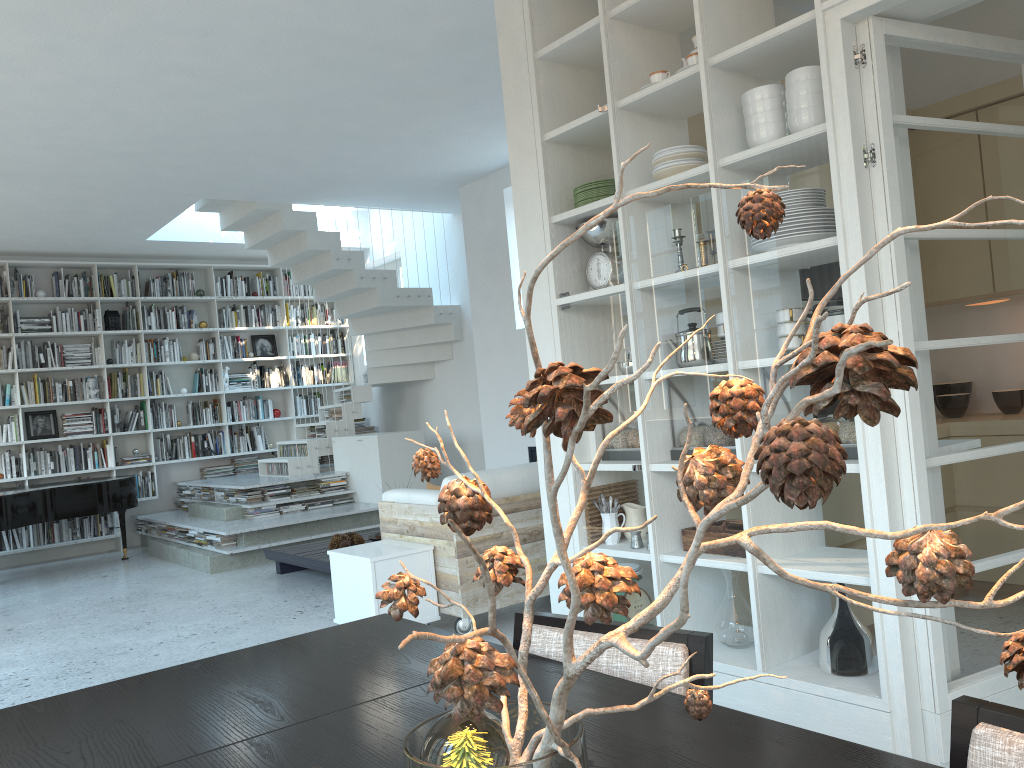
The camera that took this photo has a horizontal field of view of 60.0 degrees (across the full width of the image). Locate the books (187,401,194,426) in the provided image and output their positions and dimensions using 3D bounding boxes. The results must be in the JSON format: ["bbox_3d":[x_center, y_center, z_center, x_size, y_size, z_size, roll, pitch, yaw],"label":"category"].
[{"bbox_3d":[-3.723,0.341,10.266,0.016,0.289,0.131,-5,-1,-37],"label":"books"}]

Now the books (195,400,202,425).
[{"bbox_3d":[-3.648,0.337,10.312,0.007,0.285,0.159,-5,-1,-37],"label":"books"}]

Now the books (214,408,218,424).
[{"bbox_3d":[-3.492,0.376,10.387,0.016,0.180,0.189,-5,-1,-37],"label":"books"}]

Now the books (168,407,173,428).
[{"bbox_3d":[-3.902,0.381,10.105,0.015,0.238,0.176,-5,-1,-37],"label":"books"}]

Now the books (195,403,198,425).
[{"bbox_3d":[-3.678,0.353,10.281,0.008,0.259,0.158,-5,-1,-37],"label":"books"}]

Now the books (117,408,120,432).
[{"bbox_3d":[-4.355,0.404,9.775,0.012,0.266,0.157,-5,-1,-37],"label":"books"}]

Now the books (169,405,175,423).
[{"bbox_3d":[-3.881,0.368,10.124,0.014,0.261,0.142,-5,-1,-37],"label":"books"}]

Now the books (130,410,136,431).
[{"bbox_3d":[-4.230,0.409,9.859,0.094,0.238,0.149,-5,-1,-37],"label":"books"}]

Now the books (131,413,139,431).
[{"bbox_3d":[-4.214,0.426,9.868,0.091,0.205,0.169,-5,-1,-37],"label":"books"}]

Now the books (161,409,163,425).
[{"bbox_3d":[-3.985,0.398,10.035,0.013,0.218,0.161,-5,-1,-37],"label":"books"}]

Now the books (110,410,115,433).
[{"bbox_3d":[-4.399,0.414,9.735,0.028,0.253,0.142,-5,-1,-37],"label":"books"}]

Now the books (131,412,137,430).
[{"bbox_3d":[-4.231,0.422,9.869,0.090,0.215,0.139,-5,-1,-37],"label":"books"}]

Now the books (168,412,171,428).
[{"bbox_3d":[-3.922,0.413,10.099,0.013,0.179,0.140,-5,-1,-37],"label":"books"}]

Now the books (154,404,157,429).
[{"bbox_3d":[-4.042,0.371,9.998,0.006,0.281,0.155,-5,-1,-37],"label":"books"}]

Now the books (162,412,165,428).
[{"bbox_3d":[-3.971,0.413,10.039,0.013,0.186,0.184,-5,-1,-37],"label":"books"}]

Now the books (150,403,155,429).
[{"bbox_3d":[-4.053,0.365,9.992,0.018,0.295,0.177,-5,-1,-37],"label":"books"}]

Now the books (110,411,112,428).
[{"bbox_3d":[-4.423,0.411,9.722,0.024,0.263,0.154,-5,-1,-37],"label":"books"}]

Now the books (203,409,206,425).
[{"bbox_3d":[-3.603,0.385,10.310,0.018,0.182,0.182,-5,-1,-37],"label":"books"}]

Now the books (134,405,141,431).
[{"bbox_3d":[-4.180,0.380,9.903,0.013,0.286,0.139,-5,-1,-37],"label":"books"}]

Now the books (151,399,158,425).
[{"bbox_3d":[-4.039,0.341,10.023,0.007,0.342,0.149,-5,-1,-37],"label":"books"}]

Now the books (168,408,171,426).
[{"bbox_3d":[-3.916,0.391,10.106,0.008,0.223,0.134,-5,-1,-37],"label":"books"}]

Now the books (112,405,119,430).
[{"bbox_3d":[-4.361,0.384,9.760,0.013,0.307,0.141,-5,-1,-37],"label":"books"}]

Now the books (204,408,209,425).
[{"bbox_3d":[-3.577,0.376,10.343,0.015,0.195,0.175,-5,-1,-37],"label":"books"}]

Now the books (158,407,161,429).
[{"bbox_3d":[-4.004,0.384,10.019,0.013,0.248,0.165,-5,-1,-37],"label":"books"}]

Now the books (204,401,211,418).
[{"bbox_3d":[-3.557,0.335,10.360,0.006,0.274,0.173,-5,-1,-37],"label":"books"}]

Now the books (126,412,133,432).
[{"bbox_3d":[-4.254,0.426,9.822,0.089,0.210,0.176,-5,-1,-37],"label":"books"}]

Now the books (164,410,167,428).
[{"bbox_3d":[-3.954,0.403,10.071,0.013,0.203,0.167,-5,-1,-37],"label":"books"}]

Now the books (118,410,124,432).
[{"bbox_3d":[-4.335,0.411,9.790,0.035,0.248,0.141,-5,-1,-37],"label":"books"}]

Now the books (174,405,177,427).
[{"bbox_3d":[-3.871,0.372,10.133,0.013,0.251,0.173,-5,-1,-37],"label":"books"}]

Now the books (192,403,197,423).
[{"bbox_3d":[-3.688,0.352,10.274,0.015,0.262,0.149,-5,-1,-37],"label":"books"}]

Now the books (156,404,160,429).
[{"bbox_3d":[-4.012,0.367,10.012,0.005,0.283,0.159,-5,-1,-37],"label":"books"}]

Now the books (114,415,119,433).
[{"bbox_3d":[-4.363,0.441,9.735,0.027,0.192,0.182,-5,-1,-37],"label":"books"}]

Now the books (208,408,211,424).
[{"bbox_3d":[-3.561,0.381,10.349,0.019,0.183,0.190,-5,-1,-37],"label":"books"}]

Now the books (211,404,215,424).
[{"bbox_3d":[-3.525,0.354,10.397,0.021,0.231,0.155,-5,-1,-37],"label":"books"}]

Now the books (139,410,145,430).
[{"bbox_3d":[-4.148,0.408,9.899,0.029,0.223,0.171,-5,-1,-37],"label":"books"}]

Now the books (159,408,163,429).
[{"bbox_3d":[-3.988,0.394,10.018,0.011,0.226,0.188,-5,-1,-37],"label":"books"}]

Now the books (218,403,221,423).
[{"bbox_3d":[-3.475,0.346,10.450,0.019,0.241,0.134,-5,-1,-37],"label":"books"}]

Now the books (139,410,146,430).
[{"bbox_3d":[-4.135,0.406,9.923,0.021,0.226,0.148,-5,-1,-37],"label":"books"}]

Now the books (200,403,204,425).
[{"bbox_3d":[-3.621,0.352,10.299,0.018,0.251,0.184,-5,-1,-37],"label":"books"}]

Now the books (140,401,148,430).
[{"bbox_3d":[-4.124,0.356,9.932,0.014,0.325,0.183,-5,-1,-37],"label":"books"}]

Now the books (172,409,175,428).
[{"bbox_3d":[-3.887,0.396,10.111,0.014,0.207,0.180,-5,-1,-37],"label":"books"}]

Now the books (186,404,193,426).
[{"bbox_3d":[-3.727,0.360,10.246,0.019,0.251,0.130,-5,-1,-37],"label":"books"}]

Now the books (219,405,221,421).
[{"bbox_3d":[-3.467,0.348,10.461,0.007,0.235,0.131,-5,-1,-37],"label":"books"}]

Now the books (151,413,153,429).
[{"bbox_3d":[-4.073,0.420,9.979,0.015,0.188,0.168,-5,-1,-37],"label":"books"}]

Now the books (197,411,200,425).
[{"bbox_3d":[-3.672,0.378,10.308,0.031,0.208,0.122,-5,-1,-37],"label":"books"}]

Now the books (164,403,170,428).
[{"bbox_3d":[-3.935,0.361,10.094,0.006,0.285,0.159,-5,-1,-37],"label":"books"}]

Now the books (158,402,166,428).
[{"bbox_3d":[-3.964,0.357,10.046,0.014,0.297,0.175,-5,-1,-37],"label":"books"}]

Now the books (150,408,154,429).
[{"bbox_3d":[-4.070,0.395,9.994,0.011,0.239,0.136,-5,-1,-37],"label":"books"}]

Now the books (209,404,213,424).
[{"bbox_3d":[-3.545,0.356,10.366,0.018,0.229,0.182,-5,-1,-37],"label":"books"}]

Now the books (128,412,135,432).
[{"bbox_3d":[-4.242,0.425,9.851,0.090,0.212,0.143,-5,-1,-37],"label":"books"}]

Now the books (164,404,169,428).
[{"bbox_3d":[-3.941,0.370,10.070,0.012,0.267,0.183,-5,-1,-37],"label":"books"}]

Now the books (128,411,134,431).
[{"bbox_3d":[-4.254,0.419,9.848,0.095,0.226,0.144,-5,-1,-37],"label":"books"}]

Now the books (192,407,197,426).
[{"bbox_3d":[-3.690,0.375,10.253,0.015,0.215,0.178,-5,-1,-37],"label":"books"}]

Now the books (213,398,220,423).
[{"bbox_3d":[-3.471,0.317,10.421,0.007,0.295,0.162,-5,-1,-37],"label":"books"}]

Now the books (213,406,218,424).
[{"bbox_3d":[-3.497,0.365,10.420,0.016,0.205,0.141,-5,-1,-37],"label":"books"}]

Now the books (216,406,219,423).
[{"bbox_3d":[-3.480,0.364,10.421,0.013,0.204,0.158,-5,-1,-37],"label":"books"}]

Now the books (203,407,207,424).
[{"bbox_3d":[-3.609,0.355,10.345,0.030,0.244,0.136,-5,-1,-37],"label":"books"}]

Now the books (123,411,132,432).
[{"bbox_3d":[-4.266,0.418,9.808,0.095,0.228,0.190,-5,-1,-37],"label":"books"}]

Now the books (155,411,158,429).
[{"bbox_3d":[-4.035,0.409,10.010,0.013,0.204,0.154,-5,-1,-37],"label":"books"}]
